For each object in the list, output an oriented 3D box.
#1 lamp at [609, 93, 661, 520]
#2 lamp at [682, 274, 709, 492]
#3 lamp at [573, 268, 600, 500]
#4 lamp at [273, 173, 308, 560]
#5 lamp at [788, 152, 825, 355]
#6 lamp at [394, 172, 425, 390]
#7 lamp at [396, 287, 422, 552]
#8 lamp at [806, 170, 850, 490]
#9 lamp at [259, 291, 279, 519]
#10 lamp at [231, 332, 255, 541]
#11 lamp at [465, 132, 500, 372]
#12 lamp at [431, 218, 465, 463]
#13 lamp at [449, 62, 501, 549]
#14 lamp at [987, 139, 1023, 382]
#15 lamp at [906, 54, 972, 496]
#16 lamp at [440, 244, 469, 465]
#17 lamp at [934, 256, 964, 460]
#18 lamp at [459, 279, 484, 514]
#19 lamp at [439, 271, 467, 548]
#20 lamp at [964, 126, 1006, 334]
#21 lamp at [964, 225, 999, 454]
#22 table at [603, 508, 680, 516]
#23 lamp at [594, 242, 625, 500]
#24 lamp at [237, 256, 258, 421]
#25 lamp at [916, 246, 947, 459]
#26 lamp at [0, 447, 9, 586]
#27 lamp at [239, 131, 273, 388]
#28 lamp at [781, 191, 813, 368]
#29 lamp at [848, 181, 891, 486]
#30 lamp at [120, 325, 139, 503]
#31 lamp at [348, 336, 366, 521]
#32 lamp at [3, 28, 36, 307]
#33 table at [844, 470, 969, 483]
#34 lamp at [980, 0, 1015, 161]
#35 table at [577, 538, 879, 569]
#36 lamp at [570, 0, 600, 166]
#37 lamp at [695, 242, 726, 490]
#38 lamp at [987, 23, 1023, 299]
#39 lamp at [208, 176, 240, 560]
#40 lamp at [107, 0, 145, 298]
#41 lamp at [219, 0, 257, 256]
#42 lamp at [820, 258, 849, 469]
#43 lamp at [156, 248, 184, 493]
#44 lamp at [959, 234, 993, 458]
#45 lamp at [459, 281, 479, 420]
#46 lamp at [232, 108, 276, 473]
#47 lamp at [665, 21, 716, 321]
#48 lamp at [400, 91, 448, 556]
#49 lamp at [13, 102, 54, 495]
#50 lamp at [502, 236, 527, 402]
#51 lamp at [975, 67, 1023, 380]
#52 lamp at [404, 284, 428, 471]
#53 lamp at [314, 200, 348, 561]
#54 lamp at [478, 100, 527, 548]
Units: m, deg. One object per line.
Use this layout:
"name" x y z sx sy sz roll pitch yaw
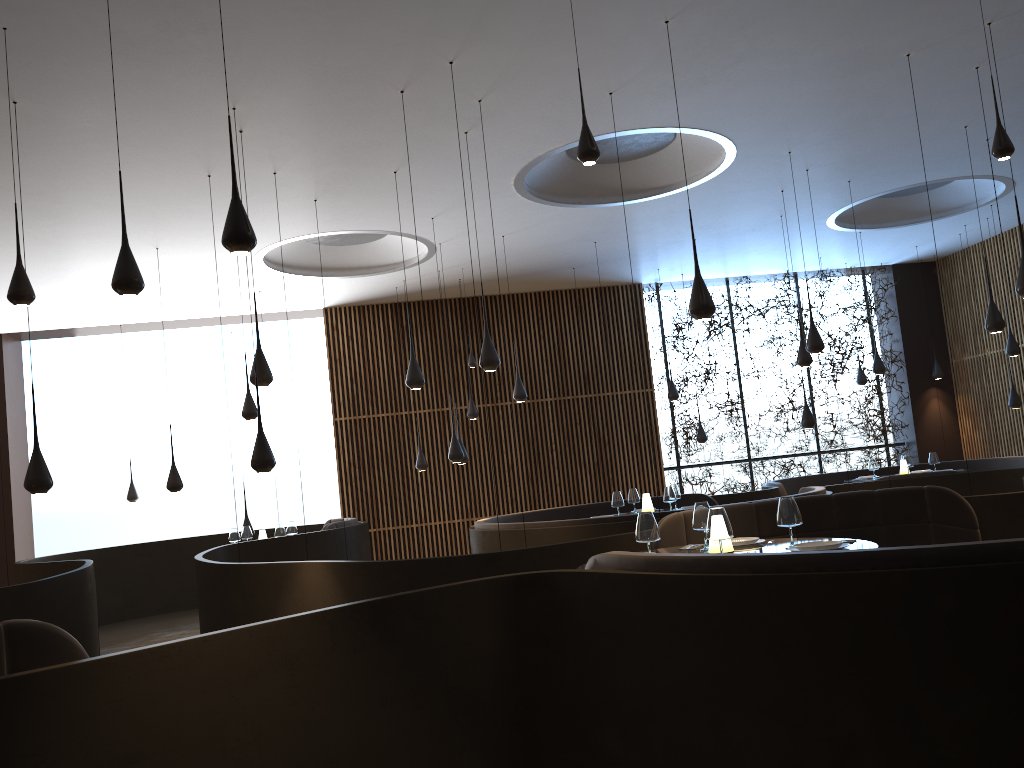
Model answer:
"lamp" 1.179 0.597 7.414 0.196 6.263 0.196 -8 -5 27
"lamp" 3.296 1.196 15.219 0.196 6.263 0.196 -7 -5 17
"lamp" 1.311 1.262 13.877 0.196 6.263 0.196 -3 -5 -32
"lamp" -2.002 1.039 8.455 0.196 6.263 0.196 -6 -4 -3
"lamp" 3.143 -1.424 9.582 0.196 2.219 0.196 -8 -5 27
"lamp" -1.072 -1.049 8.921 0.196 2.219 0.196 -6 -4 -3
"lamp" -1.522 1.565 13.933 0.196 6.263 0.196 -6 -4 0
"lamp" 3.772 0.609 10.109 0.196 6.263 0.196 -8 -5 27
"lamp" -3.512 1.700 13.243 0.196 6.263 0.196 -3 -5 -32
"lamp" -3.854 0.727 12.556 0.196 2.955 0.196 -9 -6 37
"lamp" -0.309 -1.219 8.100 0.196 2.219 0.196 -5 -5 -12
"lamp" -0.804 -0.536 10.586 0.196 2.955 0.196 -2 -6 -42
"lamp" -0.141 0.644 6.550 0.196 6.263 0.196 -4 -5 -22
"lamp" 5.655 0.368 9.693 0.196 6.263 0.196 -7 -4 7
"lamp" 3.681 0.320 7.267 0.196 6.263 0.196 -8 -5 27
"lamp" -0.809 -0.413 11.754 0.196 2.955 0.196 -9 -6 37
"lamp" 8.004 0.772 15.878 0.196 6.263 0.196 -7 -5 17
"lamp" -0.500 1.445 13.813 0.196 6.263 0.196 -6 -4 0
"lamp" -0.772 1.400 13.115 0.196 6.263 0.196 -8 -5 20
"lamp" 4.943 -1.637 9.349 0.196 2.219 0.196 -8 -5 27
"lamp" 7.478 0.603 13.749 0.196 6.263 0.196 -7 -4 7
"table" 1.587 1.971 9.930 1.672 1.022 1.676 -6 -6 2
"lamp" 1.515 1.086 12.406 0.196 6.263 0.196 -9 -6 37
"lamp" -3.150 -0.678 10.381 0.196 2.219 0.196 -8 -5 27
"lamp" 7.245 0.751 14.923 0.196 6.263 0.196 -7 -5 17
"lamp" -5.652 2.316 9.955 0.196 6.263 0.196 -7 -4 7
"lamp" -2.219 -1.073 7.550 0.196 2.219 0.196 -8 -5 27
"lamp" 3.495 -1.309 10.994 0.196 2.219 0.196 -8 -5 27
"lamp" 4.501 0.598 10.738 0.196 6.263 0.196 -8 -5 27
"lamp" -6.396 0.484 14.724 0.196 2.955 0.196 -7 -5 17
"lamp" -2.311 2.335 14.087 0.196 6.263 0.196 -3 -5 -32
"lamp" -2.615 -1.145 4.648 0.132 1.496 0.132 -6 -4 -3
"table" 5.781 1.841 12.875 1.676 1.022 1.672 -11 -8 43
"lamp" 3.068 -2.186 5.725 0.133 1.506 0.133 -5 -5 -12
"table" 1.255 1.491 5.038 1.675 1.022 1.673 -9 -6 27
"lamp" 0.353 -1.975 4.998 0.133 1.506 0.133 -5 -5 -13
"lamp" 3.030 0.975 12.856 0.196 6.263 0.196 -9 -6 37
"lamp" 3.924 -1.775 6.987 0.196 2.219 0.196 -8 -5 27
"lamp" -2.607 1.091 8.345 0.196 6.263 0.196 -8 -5 27
"lamp" -1.973 -1.291 4.424 0.153 1.733 0.153 -2 -6 -42
"lamp" -1.128 -1.251 3.484 0.133 1.506 0.133 -4 -5 -22
"lamp" 5.642 0.931 15.038 0.196 6.263 0.196 -7 -5 17
"lamp" -4.153 -0.179 10.648 0.196 2.955 0.196 -8 -5 27
"lamp" 7.690 0.642 14.329 0.196 6.263 0.196 -4 -5 -22
"lamp" -0.731 -0.541 14.130 0.196 2.219 0.196 -7 -5 17
"lamp" -2.101 -0.769 7.078 0.196 2.955 0.196 -6 -4 -3
"lamp" 1.252 -1.558 6.424 0.196 2.219 0.196 -9 -6 37
"lamp" -0.568 0.732 6.959 0.196 6.263 0.196 -4 -5 -22
"lamp" -3.604 -0.663 6.588 0.196 2.955 0.196 -8 -5 27
"lamp" -0.003 -0.866 11.727 0.196 2.219 0.196 -5 -5 -13
"lamp" 4.482 0.279 7.681 0.196 6.263 0.196 -8 -5 27
"lamp" -1.525 -0.138 13.656 0.196 2.955 0.196 -4 -5 -22
"lamp" -1.807 1.115 9.372 0.196 6.263 0.196 -6 -4 -3
"lamp" 0.051 0.701 7.284 0.196 6.263 0.196 -7 -5 17
